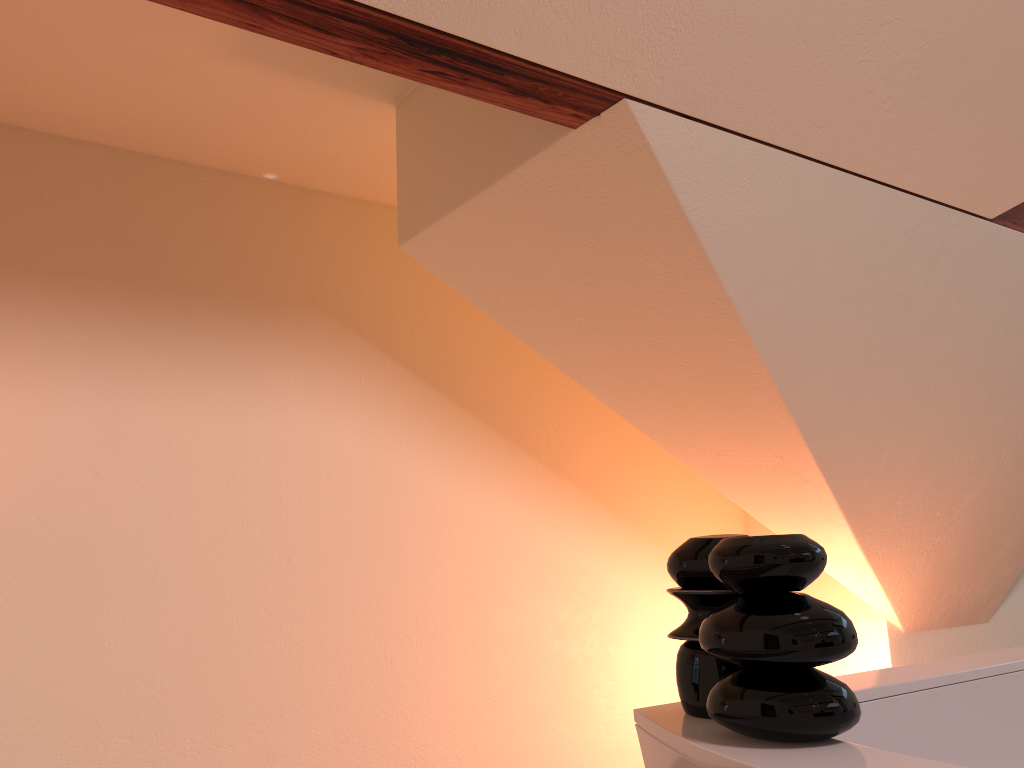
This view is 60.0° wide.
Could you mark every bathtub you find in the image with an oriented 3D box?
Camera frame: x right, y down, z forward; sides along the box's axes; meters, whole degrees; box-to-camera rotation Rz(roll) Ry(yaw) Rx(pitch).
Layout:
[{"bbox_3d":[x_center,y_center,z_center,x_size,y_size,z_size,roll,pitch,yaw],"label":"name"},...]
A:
[{"bbox_3d":[1.196,0.786,1.231,2.219,0.689,0.803,6,-14,-33],"label":"bathtub"}]

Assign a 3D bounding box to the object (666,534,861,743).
[{"bbox_3d":[0.267,0.296,0.972,0.156,0.227,0.278,-1,-11,-4],"label":"object"}]
